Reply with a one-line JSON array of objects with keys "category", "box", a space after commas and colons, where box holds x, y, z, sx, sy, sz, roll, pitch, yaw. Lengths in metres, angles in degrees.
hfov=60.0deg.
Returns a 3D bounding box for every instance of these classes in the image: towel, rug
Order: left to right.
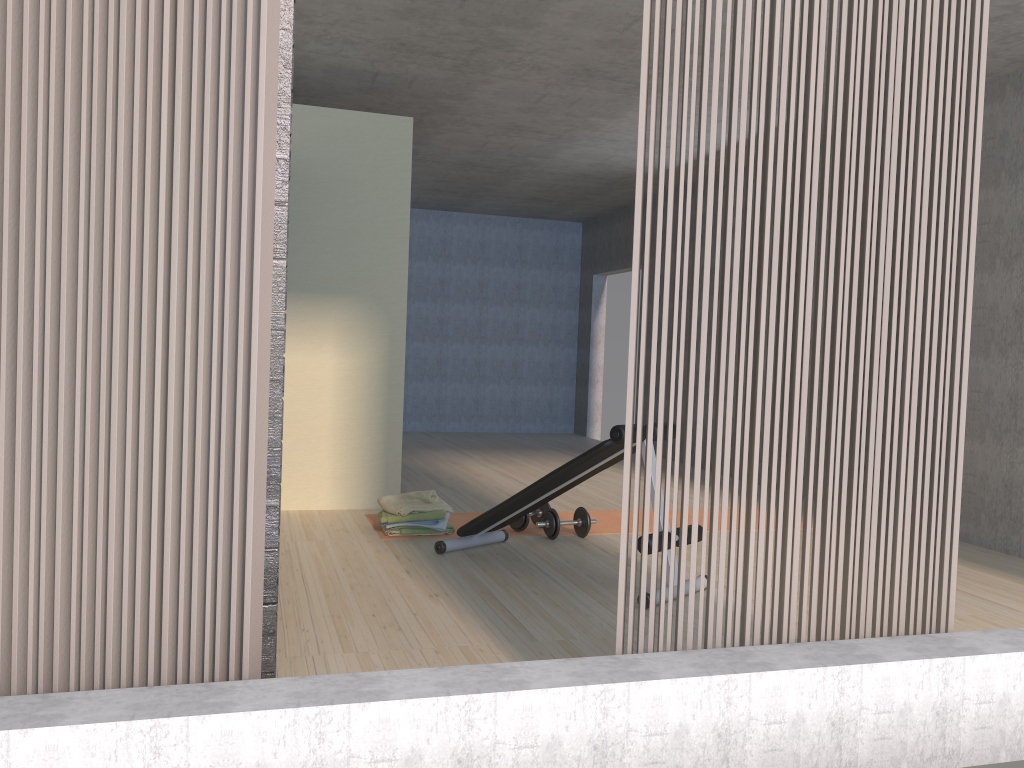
[{"category": "towel", "box": [-0.573, 0.732, 5.057, 0.376, 0.085, 0.371, 2, 2, -12]}, {"category": "towel", "box": [-0.567, 0.815, 5.100, 0.376, 0.044, 0.371, 2, 2, -18]}, {"category": "towel", "box": [-0.556, 0.677, 5.078, 0.384, 0.123, 0.373, 1, 2, -33]}, {"category": "towel", "box": [-0.554, 0.768, 5.074, 0.383, 0.078, 0.383, 2, 2, 0]}, {"category": "towel", "box": [-0.545, 0.793, 5.097, 0.380, 0.081, 0.367, 1, 2, -19]}, {"category": "rug", "box": [0.519, 0.863, 5.562, 2.779, 0.002, 0.716, 2, 2, -17]}]

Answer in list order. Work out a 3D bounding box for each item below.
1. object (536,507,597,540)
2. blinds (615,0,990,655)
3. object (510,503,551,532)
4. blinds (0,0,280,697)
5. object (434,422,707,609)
[{"category": "object", "box": [0.312, 0.790, 5.039, 0.385, 0.176, 0.176, 1, 2, -25]}, {"category": "blinds", "box": [0.852, -0.385, 2.500, 1.133, 2.744, 0.069, 2, 2, -17]}, {"category": "object", "box": [0.103, 0.767, 5.204, 0.176, 0.176, 0.385, 4, 3, 45]}, {"category": "blinds", "box": [-1.094, -0.439, 1.910, 1.133, 2.744, 0.069, 2, 2, -17]}, {"category": "object", "box": [0.265, 0.526, 4.262, 1.312, 0.746, 0.505, 4, 3, 42]}]
